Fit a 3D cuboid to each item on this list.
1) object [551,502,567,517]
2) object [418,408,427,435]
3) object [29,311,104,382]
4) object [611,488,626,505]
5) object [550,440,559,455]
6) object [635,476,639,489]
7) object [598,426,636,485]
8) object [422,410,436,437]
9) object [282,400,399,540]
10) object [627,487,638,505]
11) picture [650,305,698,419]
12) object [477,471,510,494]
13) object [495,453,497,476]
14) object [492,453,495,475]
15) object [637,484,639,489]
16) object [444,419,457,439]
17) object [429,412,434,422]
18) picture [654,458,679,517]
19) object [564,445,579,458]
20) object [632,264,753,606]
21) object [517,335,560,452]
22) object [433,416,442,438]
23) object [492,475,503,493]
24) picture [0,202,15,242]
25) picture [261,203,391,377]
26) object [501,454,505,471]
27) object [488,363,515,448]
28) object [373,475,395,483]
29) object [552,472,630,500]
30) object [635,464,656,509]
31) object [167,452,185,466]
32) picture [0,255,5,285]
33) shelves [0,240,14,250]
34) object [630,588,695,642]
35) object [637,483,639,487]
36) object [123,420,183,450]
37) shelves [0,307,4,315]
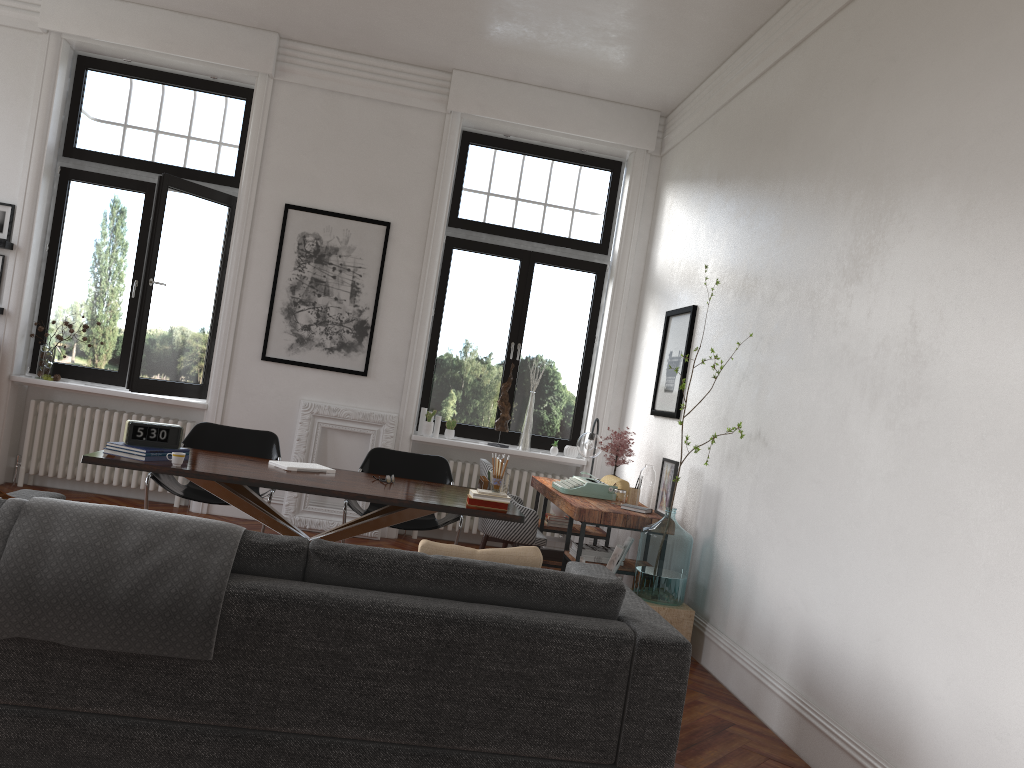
[{"bbox_3d":[0.389,1.001,7.072,0.173,0.110,0.174,9,0,29],"label":"object"},{"bbox_3d":[-0.785,0.327,7.768,0.051,0.238,0.051,9,0,27],"label":"object"},{"bbox_3d":[-3.689,-0.313,7.356,0.542,0.599,0.317,9,0,-37],"label":"object"},{"bbox_3d":[0.729,0.771,6.051,0.093,0.101,0.093,9,0,-16],"label":"object"},{"bbox_3d":[0.379,0.564,7.867,0.072,0.134,0.072,9,0,18],"label":"object"},{"bbox_3d":[0.865,0.740,6.231,0.054,0.207,0.008,9,1,-43],"label":"object"},{"bbox_3d":[0.799,0.574,6.819,0.289,0.529,0.309,9,0,37],"label":"object"},{"bbox_3d":[-0.720,0.334,7.670,0.103,0.244,0.098,9,0,-30],"label":"object"},{"bbox_3d":[-1.439,0.721,7.429,0.830,1.062,0.233,9,0,-8],"label":"object"},{"bbox_3d":[0.849,0.787,6.214,0.058,0.113,0.075,9,0,-8],"label":"object"},{"bbox_3d":[1.198,-0.157,6.576,0.050,0.816,0.633,9,0,-8],"label":"picture"},{"bbox_3d":[-0.110,0.589,5.145,0.150,0.166,0.228,9,0,-8],"label":"object"},{"bbox_3d":[-0.091,0.481,4.903,0.008,0.193,0.049,9,1,-38],"label":"object"},{"bbox_3d":[-0.100,0.479,4.877,0.049,0.193,0.008,9,0,-4],"label":"object"},{"bbox_3d":[0.877,0.741,6.204,0.008,0.207,0.054,9,0,-25],"label":"object"},{"bbox_3d":[-0.539,0.393,7.808,0.097,0.185,0.099,9,0,15],"label":"object"},{"bbox_3d":[-0.720,0.350,7.758,0.051,0.213,0.051,9,0,27],"label":"object"},{"bbox_3d":[1.003,0.674,5.758,0.023,0.369,0.282,9,0,-8],"label":"picture"},{"bbox_3d":[0.533,0.608,7.974,0.135,0.097,0.132,9,0,-38],"label":"object"},{"bbox_3d":[1.120,0.289,5.161,0.354,2.058,0.806,9,0,-27],"label":"object"},{"bbox_3d":[0.233,0.080,7.815,0.296,1.054,0.289,9,0,-5],"label":"object"},{"bbox_3d":[-0.654,0.373,7.744,0.051,0.188,0.051,9,0,27],"label":"object"},{"bbox_3d":[-0.083,0.549,4.881,0.058,0.091,0.058,9,0,-21],"label":"object"},{"bbox_3d":[-4.148,-1.308,7.086,0.290,0.303,0.020,9,0,-8],"label":"picture"},{"bbox_3d":[-1.561,-0.784,7.462,0.883,1.323,0.035,9,0,-8],"label":"picture"},{"bbox_3d":[-0.063,0.483,4.906,0.008,0.195,0.032,9,1,36],"label":"object"},{"bbox_3d":[-0.066,0.185,7.804,0.165,0.754,0.143,9,1,35],"label":"object"},{"bbox_3d":[-0.737,0.554,5.225,0.114,0.047,0.132,9,-1,-45],"label":"object"},{"bbox_3d":[0.556,0.720,6.451,0.484,0.149,0.534,9,-1,-9],"label":"object"},{"bbox_3d":[0.905,0.696,5.986,0.111,0.302,0.112,9,0,29],"label":"object"},{"bbox_3d":[-1.708,0.382,4.513,0.082,0.065,0.064,9,0,13],"label":"object"},{"bbox_3d":[-4.266,-0.868,7.085,0.343,0.384,0.020,9,0,-8],"label":"picture"},{"bbox_3d":[-4.731,-1.216,6.941,1.515,0.055,0.158,9,-1,-8],"label":"shelves"},{"bbox_3d":[0.841,1.446,5.330,0.341,0.316,0.435,9,0,-8],"label":"object"},{"bbox_3d":[0.877,0.742,6.228,0.054,0.207,0.008,9,1,-21],"label":"object"},{"bbox_3d":[-1.878,0.267,4.648,0.276,0.125,0.081,9,0,-34],"label":"object"},{"bbox_3d":[-4.812,-0.699,6.946,1.515,0.055,0.156,9,-1,-8],"label":"shelves"}]
